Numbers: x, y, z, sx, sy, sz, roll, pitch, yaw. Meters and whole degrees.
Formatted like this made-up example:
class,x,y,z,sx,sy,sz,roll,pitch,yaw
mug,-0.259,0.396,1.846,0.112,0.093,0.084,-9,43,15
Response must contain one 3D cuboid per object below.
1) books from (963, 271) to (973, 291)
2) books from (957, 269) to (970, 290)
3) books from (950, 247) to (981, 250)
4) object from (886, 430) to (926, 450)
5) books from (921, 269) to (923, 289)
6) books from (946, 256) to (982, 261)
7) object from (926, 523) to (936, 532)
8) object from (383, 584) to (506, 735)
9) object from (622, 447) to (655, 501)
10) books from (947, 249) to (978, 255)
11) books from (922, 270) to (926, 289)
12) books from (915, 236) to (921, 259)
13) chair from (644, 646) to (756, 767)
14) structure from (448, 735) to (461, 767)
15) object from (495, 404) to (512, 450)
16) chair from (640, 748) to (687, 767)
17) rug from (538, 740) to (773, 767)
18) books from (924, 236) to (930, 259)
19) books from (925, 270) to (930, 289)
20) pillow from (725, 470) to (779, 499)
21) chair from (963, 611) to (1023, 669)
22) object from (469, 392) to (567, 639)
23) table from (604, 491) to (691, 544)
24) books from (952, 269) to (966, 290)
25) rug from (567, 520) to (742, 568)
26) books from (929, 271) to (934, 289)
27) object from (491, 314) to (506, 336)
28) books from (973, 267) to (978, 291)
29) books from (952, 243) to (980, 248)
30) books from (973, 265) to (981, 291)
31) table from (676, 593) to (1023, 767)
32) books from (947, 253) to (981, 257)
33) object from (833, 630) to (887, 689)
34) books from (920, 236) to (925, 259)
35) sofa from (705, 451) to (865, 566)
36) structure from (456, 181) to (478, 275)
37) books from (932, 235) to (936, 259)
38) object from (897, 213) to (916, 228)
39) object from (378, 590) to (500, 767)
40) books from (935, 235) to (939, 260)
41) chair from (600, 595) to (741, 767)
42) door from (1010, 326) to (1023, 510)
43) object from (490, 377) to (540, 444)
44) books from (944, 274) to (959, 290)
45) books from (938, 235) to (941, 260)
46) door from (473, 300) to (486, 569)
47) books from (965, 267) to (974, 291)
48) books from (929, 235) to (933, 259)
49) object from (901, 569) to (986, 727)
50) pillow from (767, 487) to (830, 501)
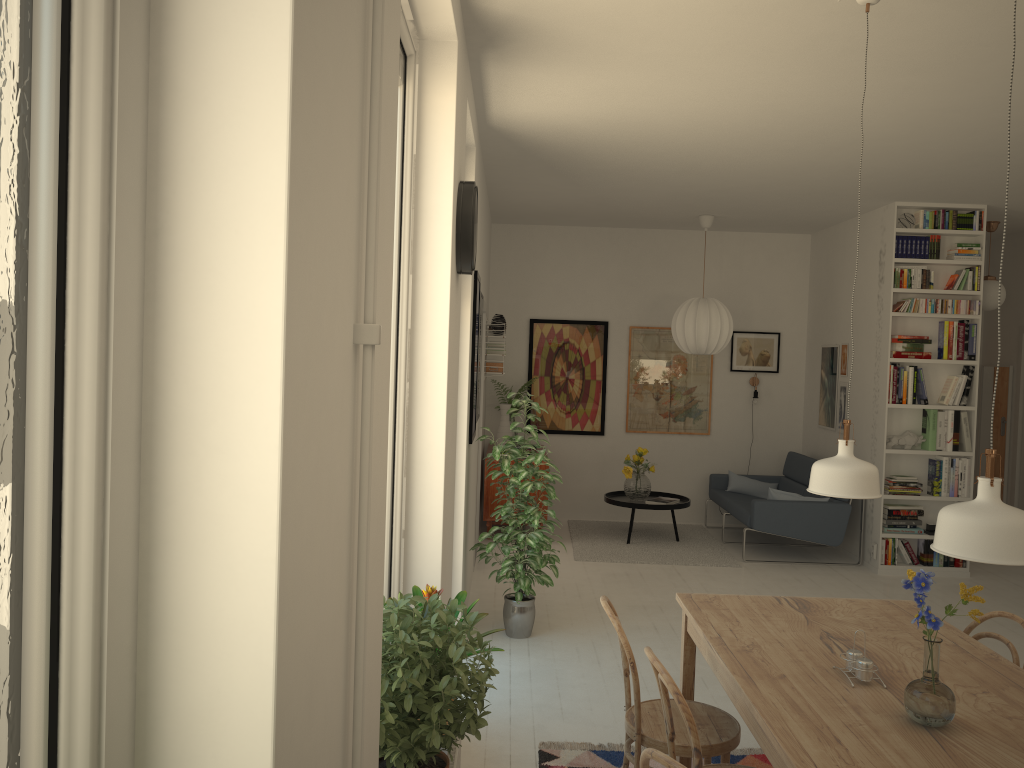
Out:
class,x,y,z,sx,sy,sz,roll,pitch,yaw
books,3.556,-0.802,6.979,0.030,0.153,0.200,2,2,0
books,3.512,-0.813,6.982,0.065,0.168,0.229,2,2,0
books,3.539,-1.053,6.954,0.179,0.016,0.208,2,2,5
object,3.094,0.438,6.981,0.311,0.150,0.137,2,2,8
books,3.182,-0.816,6.967,0.013,0.159,0.176,2,2,0
books,3.530,-0.977,6.981,0.214,0.038,0.222,2,2,0
object,3.311,1.134,7.001,0.058,0.055,0.058,2,2,0
object,-0.216,0.801,2.632,0.417,0.425,0.487,2,2,7
object,1.115,0.802,7.910,0.291,0.471,0.361,3,2,38
books,3.522,-1.030,6.977,0.173,0.030,0.199,2,2,-10
books,3.201,-0.814,6.987,0.024,0.155,0.206,2,2,0
books,3.154,-1.062,6.977,0.034,0.178,0.188,2,2,0
chair,0.602,1.154,2.494,0.483,0.810,0.385,2,2,-3
structure,-0.227,1.269,2.477,0.113,0.278,1.029,2,2,0
object,-0.067,0.401,7.955,0.160,0.445,0.158,3,2,39
chair,0.512,1.171,1.936,0.483,0.810,0.385,1,2,-28
rug,0.982,1.585,2.250,1.748,0.035,3.026,2,2,0
books,3.224,-1.059,6.977,0.034,0.178,0.188,2,2,0
books,3.224,-0.811,6.954,0.023,0.153,0.176,2,2,0
pillow,2.308,0.977,8.514,0.540,0.277,0.157,2,2,1
chair,1.430,1.165,2.939,0.483,0.810,0.385,2,2,-3
object,0.040,0.748,5.134,0.569,1.424,0.514,4,2,43
table,1.195,1.199,7.892,0.761,0.385,0.761,2,2,16
books,3.478,-0.812,6.996,0.092,0.165,0.222,2,2,0
rug,1.181,1.391,7.855,1.304,0.012,1.661,2,2,2
books,3.262,-0.805,6.973,0.020,0.145,0.189,2,2,0
object,-0.119,-0.524,7.889,0.139,0.200,0.139,4,3,44
books,3.603,-0.819,6.982,0.014,0.188,0.218,2,2,0
books,3.549,-1.077,6.970,0.169,0.032,0.188,2,2,5
books,3.622,-0.824,6.980,0.022,0.198,0.212,2,2,0
table,1.055,1.209,2.462,0.894,0.749,1.798,2,2,0
books,3.533,-1.005,6.979,0.200,0.018,0.208,2,2,0
object,0.981,0.762,2.500,0.095,0.138,0.155,2,2,0
books,3.189,-1.060,6.977,0.034,0.178,0.188,2,2,0
sofa,2.363,1.049,7.885,0.964,0.773,1.603,2,2,0
structure,-0.176,-0.623,3.546,0.074,0.371,0.371,2,2,0
books,3.274,-1.063,6.985,0.020,0.191,0.205,2,2,0
object,3.075,-1.269,6.912,0.131,0.131,0.131,2,2,-5
object,-0.222,0.755,2.019,0.383,0.561,0.395,2,2,-2
books,3.295,-1.062,6.977,0.020,0.191,0.205,2,2,0
chair,0.526,1.133,2.995,0.483,0.810,0.385,2,2,2
door,4.695,0.503,7.708,0.166,2.033,0.955,2,2,0
object,0.023,0.260,8.590,0.476,0.686,0.398,2,2,2
books,3.444,-0.796,7.008,0.073,0.129,0.200,2,2,0
books,3.315,-1.062,6.988,0.020,0.191,0.205,2,2,0
door,-0.690,0.348,7.028,0.882,2.033,0.955,2,2,0
books,3.584,-0.820,6.995,0.022,0.187,0.186,2,2,0
books,3.254,-1.064,6.988,0.020,0.191,0.205,2,2,0
object,1.041,0.649,2.203,0.144,0.388,0.206,1,2,-38
pillow,2.307,1.015,7.238,0.533,0.353,0.141,2,2,-1
